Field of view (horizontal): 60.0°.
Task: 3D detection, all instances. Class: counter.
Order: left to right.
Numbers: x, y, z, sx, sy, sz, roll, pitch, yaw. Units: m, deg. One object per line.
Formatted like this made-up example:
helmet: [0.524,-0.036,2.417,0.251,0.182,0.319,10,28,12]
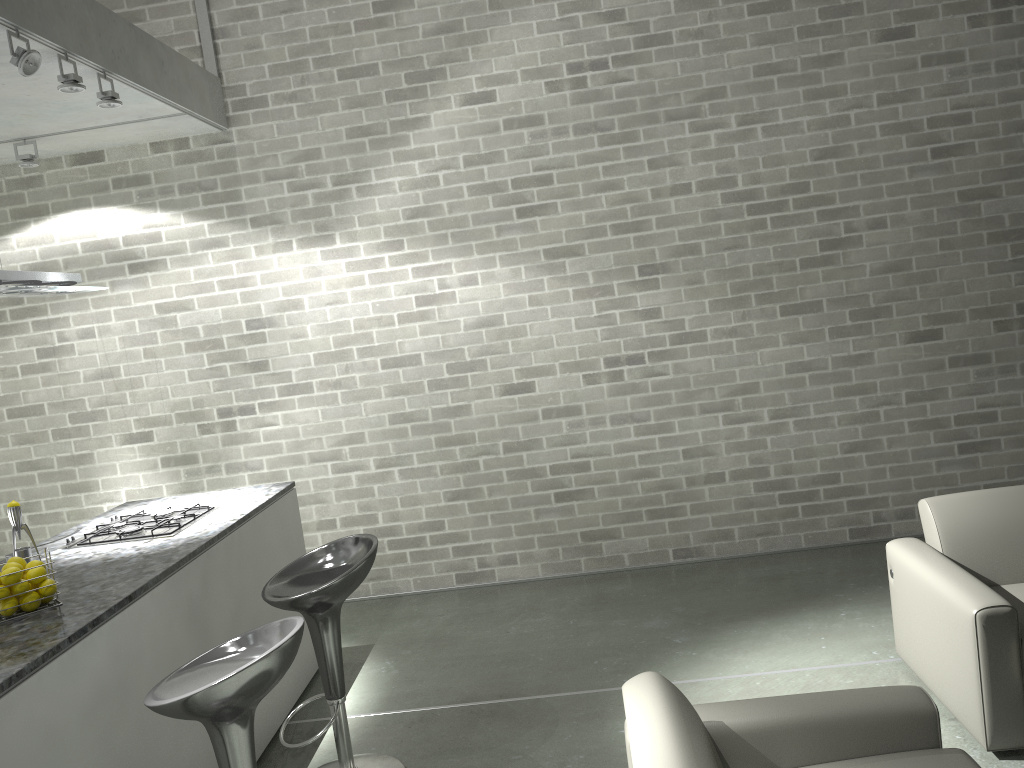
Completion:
counter: [-1.623,1.246,2.428,0.900,0.960,4.400,-7,5,4]

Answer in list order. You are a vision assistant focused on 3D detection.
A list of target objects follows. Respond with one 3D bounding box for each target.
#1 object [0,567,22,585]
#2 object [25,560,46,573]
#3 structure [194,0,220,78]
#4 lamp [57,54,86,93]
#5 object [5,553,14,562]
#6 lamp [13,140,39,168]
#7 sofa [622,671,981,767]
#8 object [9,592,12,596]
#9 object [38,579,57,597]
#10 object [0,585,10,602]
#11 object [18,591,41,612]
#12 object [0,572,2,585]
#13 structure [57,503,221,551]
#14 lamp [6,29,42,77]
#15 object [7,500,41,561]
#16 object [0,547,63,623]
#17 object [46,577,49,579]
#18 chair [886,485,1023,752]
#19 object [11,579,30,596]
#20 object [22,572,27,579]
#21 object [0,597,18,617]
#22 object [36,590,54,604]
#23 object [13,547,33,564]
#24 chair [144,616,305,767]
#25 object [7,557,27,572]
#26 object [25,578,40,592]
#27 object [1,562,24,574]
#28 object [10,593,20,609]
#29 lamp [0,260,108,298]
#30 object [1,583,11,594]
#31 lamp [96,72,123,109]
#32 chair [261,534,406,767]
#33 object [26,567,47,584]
object: [-1.546,0.592,2.737,0.053,0.051,0.063,-3,7,41]
object: [-1.531,0.592,2.849,0.063,0.053,0.051,-7,5,7]
structure: [-2.024,-2.018,2.548,0.070,0.972,5.560,-7,5,4]
lamp: [-1.839,-1.286,3.683,0.109,0.135,0.109,-12,7,-38]
object: [-1.863,0.673,3.343,0.063,0.070,0.064,-7,5,12]
lamp: [-2.711,-1.285,4.952,0.109,0.132,0.109,-13,7,-44]
sofa: [0.721,1.155,1.497,0.902,0.717,2.114,-7,5,4]
object: [-1.620,0.670,2.840,0.062,0.053,0.052,-5,6,31]
object: [-1.469,0.646,2.806,0.052,0.054,0.061,-11,6,-29]
object: [-1.570,0.642,2.713,0.063,0.051,0.053,-12,7,-37]
object: [-1.512,0.681,2.779,0.074,0.063,0.064,-6,5,15]
object: [-1.597,0.604,2.729,0.057,0.060,0.052,-9,5,-18]
structure: [-1.599,0.607,3.845,0.500,0.038,0.500,-7,5,4]
lamp: [-1.840,-1.246,3.355,0.098,0.154,0.131,-7,5,4]
object: [-1.802,0.564,3.233,0.088,0.288,0.101,-4,6,34]
object: [-1.566,0.629,2.804,0.207,0.174,0.189,-12,7,-41]
object: [-1.518,0.640,2.855,0.051,0.055,0.061,-10,6,-26]
chair: [2.029,0.812,3.280,0.963,0.717,0.910,-7,5,4]
object: [-1.530,0.634,2.759,0.052,0.053,0.062,-11,6,-34]
object: [-1.574,0.631,2.877,0.061,0.054,0.053,-3,7,40]
object: [-1.550,0.685,2.730,0.052,0.057,0.060,-8,5,-4]
object: [-1.496,0.675,2.834,0.063,0.053,0.051,-8,5,2]
object: [-1.777,0.653,3.233,0.060,0.106,0.060,-8,5,-2]
chair: [-0.746,1.156,2.489,0.464,0.931,0.457,-6,5,18]
object: [-1.598,0.586,2.862,0.059,0.060,0.050,-8,5,-6]
object: [-1.535,0.642,2.829,0.062,0.053,0.051,-8,5,2]
object: [-1.571,0.587,2.790,0.063,0.053,0.051,-8,5,-4]
object: [-1.553,0.680,2.793,0.052,0.060,0.057,-8,5,0]
lamp: [-2.079,-0.812,3.242,0.290,0.964,1.490,-7,5,4]
object: [-1.585,0.637,2.768,0.051,0.053,0.064,-8,5,-3]
lamp: [-1.820,-1.316,3.989,0.109,0.135,0.109,-12,7,-38]
chair: [-0.663,1.070,3.300,0.464,0.931,0.457,-9,5,-15]
object: [-1.501,0.604,2.799,0.053,0.052,0.061,-7,5,7]
